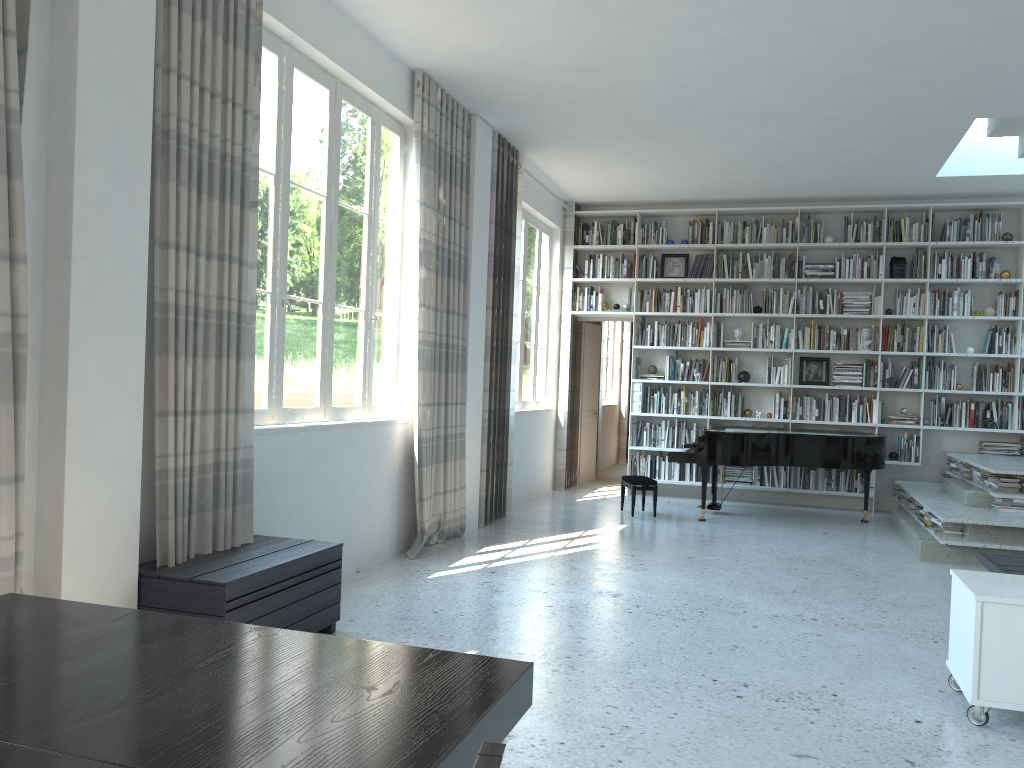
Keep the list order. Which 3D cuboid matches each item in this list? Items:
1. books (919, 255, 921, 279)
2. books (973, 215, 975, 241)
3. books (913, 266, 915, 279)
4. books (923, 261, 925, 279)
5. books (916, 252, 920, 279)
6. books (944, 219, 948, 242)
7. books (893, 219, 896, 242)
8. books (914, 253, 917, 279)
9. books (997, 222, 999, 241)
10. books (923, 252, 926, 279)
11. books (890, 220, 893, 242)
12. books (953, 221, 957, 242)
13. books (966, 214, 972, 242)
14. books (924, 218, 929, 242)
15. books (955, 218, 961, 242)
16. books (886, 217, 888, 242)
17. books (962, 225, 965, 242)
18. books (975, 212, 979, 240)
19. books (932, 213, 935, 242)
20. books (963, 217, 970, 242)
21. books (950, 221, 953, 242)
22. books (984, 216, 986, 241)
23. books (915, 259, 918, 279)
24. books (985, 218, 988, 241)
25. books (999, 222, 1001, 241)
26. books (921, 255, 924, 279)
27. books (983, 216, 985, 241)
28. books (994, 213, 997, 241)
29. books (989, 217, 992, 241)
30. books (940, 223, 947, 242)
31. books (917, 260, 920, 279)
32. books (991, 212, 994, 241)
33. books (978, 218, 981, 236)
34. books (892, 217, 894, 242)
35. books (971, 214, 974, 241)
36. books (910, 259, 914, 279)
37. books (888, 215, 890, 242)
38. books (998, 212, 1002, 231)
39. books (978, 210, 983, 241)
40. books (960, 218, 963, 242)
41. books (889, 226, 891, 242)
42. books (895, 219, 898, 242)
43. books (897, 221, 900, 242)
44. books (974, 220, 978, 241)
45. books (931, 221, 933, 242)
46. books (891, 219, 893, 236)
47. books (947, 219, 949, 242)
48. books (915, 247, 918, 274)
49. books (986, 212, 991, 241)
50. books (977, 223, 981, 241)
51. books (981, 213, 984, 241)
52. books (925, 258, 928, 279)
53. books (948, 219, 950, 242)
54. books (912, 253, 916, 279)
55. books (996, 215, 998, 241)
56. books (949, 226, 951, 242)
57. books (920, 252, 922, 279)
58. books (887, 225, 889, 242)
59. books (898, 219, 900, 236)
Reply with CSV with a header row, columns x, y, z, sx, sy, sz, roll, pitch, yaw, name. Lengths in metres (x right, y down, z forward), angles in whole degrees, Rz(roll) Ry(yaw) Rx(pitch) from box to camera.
x,y,z,sx,sy,sz,roll,pitch,yaw,name
4.155,-1.178,9.046,0.005,0.255,0.158,2,1,17,books
4.634,-1.541,8.917,0.007,0.285,0.159,2,1,17,books
4.107,-1.151,9.086,0.022,0.199,0.143,2,1,17,books
4.198,-1.149,9.066,0.015,0.201,0.130,2,1,17,books
4.132,-1.195,9.044,0.021,0.288,0.179,2,1,17,books
4.391,-1.529,8.974,0.009,0.244,0.173,2,1,17,books
3.930,-1.555,9.117,0.034,0.261,0.157,2,1,17,books
4.111,-1.187,9.057,0.022,0.272,0.181,2,1,17,books
4.830,-1.498,8.847,0.018,0.214,0.157,2,1,17,books
4.206,-1.194,9.052,0.005,0.292,0.130,2,1,17,books
3.893,-1.546,9.111,0.007,0.239,0.191,2,1,17,books
4.464,-1.518,8.961,0.028,0.226,0.163,2,1,17,books
4.596,-1.546,8.922,0.024,0.292,0.167,2,1,17,books
4.205,-1.541,9.020,0.029,0.253,0.186,2,1,17,books
4.492,-1.531,8.952,0.030,0.255,0.161,2,1,17,books
3.854,-1.567,9.137,0.008,0.279,0.170,2,1,17,books
4.546,-1.497,8.956,0.031,0.190,0.132,2,1,17,books
4.654,-1.554,8.897,0.006,0.312,0.179,2,1,17,books
4.267,-1.564,9.001,0.019,0.304,0.176,2,1,17,books
4.564,-1.530,8.908,0.028,0.258,0.185,2,1,17,books
4.431,-1.520,8.957,0.013,0.229,0.174,2,1,17,books
4.725,-1.532,8.881,0.008,0.275,0.163,2,1,17,books
4.127,-1.159,9.068,0.024,0.217,0.169,2,1,17,books
4.740,-1.520,8.876,0.024,0.252,0.149,2,1,17,books
4.842,-1.495,8.834,0.014,0.209,0.188,2,1,17,books
4.172,-1.174,9.026,0.013,0.248,0.186,2,1,17,books
4.717,-1.535,8.888,0.012,0.280,0.144,2,1,17,books
4.807,-1.540,8.847,0.013,0.297,0.188,2,1,17,books
4.765,-1.522,8.866,0.014,0.258,0.149,2,1,17,books
4.363,-1.511,8.976,0.046,0.206,0.183,2,1,17,books
4.149,-1.156,9.059,0.013,0.210,0.140,2,1,17,books
4.800,-1.553,8.878,0.008,0.321,0.133,2,1,17,books
4.676,-1.522,8.889,0.008,0.251,0.170,2,1,17,books
3.914,-1.565,9.132,0.007,0.279,0.150,2,1,17,books
4.619,-1.546,8.927,0.017,0.295,0.139,2,1,17,books
4.093,-1.159,9.083,0.019,0.214,0.156,2,1,17,books
3.878,-1.576,9.135,0.007,0.298,0.181,2,1,17,books
4.854,-1.543,8.831,0.006,0.306,0.163,2,1,17,books
4.685,-1.561,8.886,0.007,0.329,0.183,2,1,17,books
4.517,-1.531,8.947,0.021,0.256,0.169,2,1,17,books
3.889,-1.523,9.138,0.015,0.192,0.160,2,1,17,books
3.953,-1.555,9.118,0.008,0.262,0.142,2,1,17,books
3.958,-1.541,9.098,0.015,0.234,0.171,2,1,17,books
4.639,-1.513,8.896,0.018,0.231,0.160,2,1,17,books
4.248,-1.527,9.016,0.033,0.229,0.175,2,1,17,books
3.904,-1.556,9.123,0.006,0.260,0.166,2,1,17,books
4.404,-1.529,8.980,0.011,0.244,0.172,2,1,17,books
4.124,-1.221,9.069,0.025,0.339,0.143,2,1,17,books
4.753,-1.547,8.863,0.008,0.307,0.182,2,1,17,books
4.659,-1.498,8.879,0.018,0.201,0.188,2,1,17,books
4.690,-1.546,8.867,0.015,0.299,0.183,2,1,17,books
4.201,-1.155,9.018,0.008,0.214,0.223,2,0,17,books
4.417,-1.534,8.985,0.012,0.255,0.133,2,1,17,books
4.091,-1.188,9.049,0.021,0.272,0.190,2,1,17,books
4.815,-1.531,8.838,0.008,0.278,0.180,2,1,17,books
4.423,-1.498,8.973,0.009,0.183,0.160,2,1,17,books
4.173,-1.194,9.070,0.013,0.289,0.131,2,1,17,books
3.870,-1.529,9.155,0.016,0.204,0.143,2,1,17,books
3.979,-1.555,9.129,0.007,0.264,0.133,2,1,17,books
